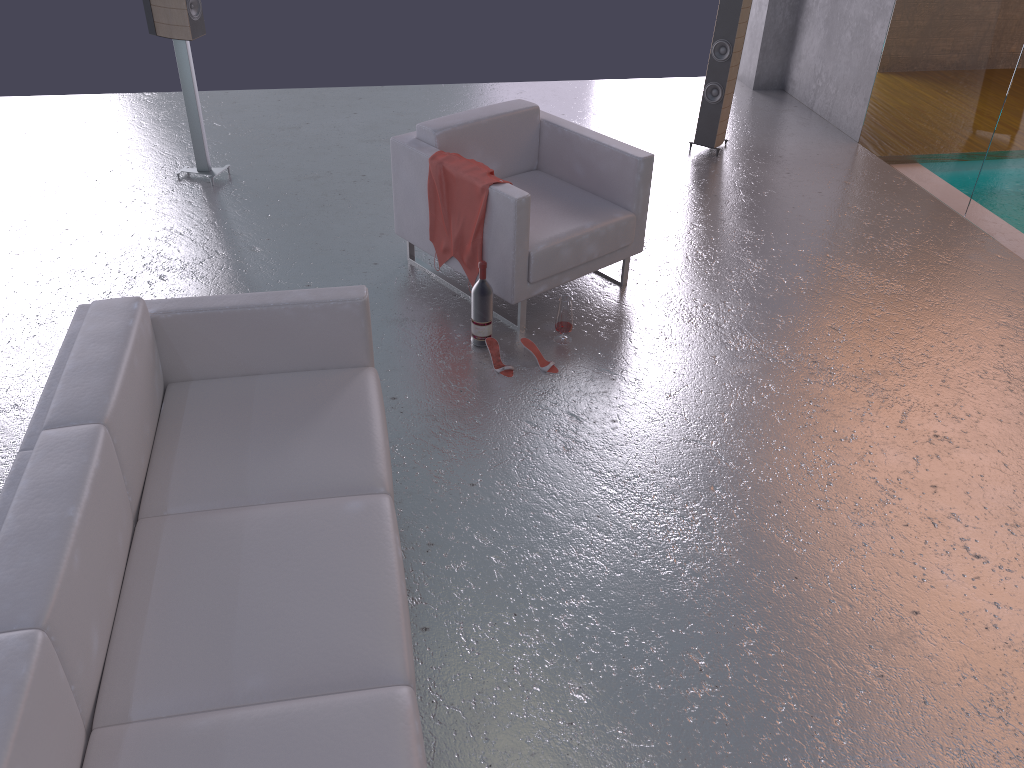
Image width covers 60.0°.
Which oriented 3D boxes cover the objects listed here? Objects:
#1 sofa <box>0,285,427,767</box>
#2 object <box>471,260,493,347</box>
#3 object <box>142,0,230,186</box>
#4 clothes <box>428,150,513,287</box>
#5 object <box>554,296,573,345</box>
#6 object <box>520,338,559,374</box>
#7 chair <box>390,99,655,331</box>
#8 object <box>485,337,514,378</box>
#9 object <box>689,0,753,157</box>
[{"bbox_3d":[-0.803,0.612,2.423,1.026,0.824,2.353,-5,36,-10],"label":"sofa"},{"bbox_3d":[-0.140,-0.384,4.202,0.109,0.435,0.109,11,36,12],"label":"object"},{"bbox_3d":[-2.037,-1.942,5.513,0.333,1.363,0.243,13,37,15],"label":"object"},{"bbox_3d":[-0.196,-0.813,4.428,0.254,0.604,0.574,-26,44,-33],"label":"clothes"},{"bbox_3d":[0.254,-0.313,4.297,0.091,0.233,0.091,11,36,13],"label":"object"},{"bbox_3d":[0.132,-0.135,4.165,0.079,0.087,0.235,-28,45,-35],"label":"object"},{"bbox_3d":[0.045,-0.950,4.696,0.936,0.808,1.026,-25,43,-33],"label":"chair"},{"bbox_3d":[-0.062,-0.124,4.139,0.079,0.087,0.235,-19,40,-27],"label":"object"},{"bbox_3d":[1.541,-2.393,6.228,0.244,1.473,0.444,23,40,27],"label":"object"}]
